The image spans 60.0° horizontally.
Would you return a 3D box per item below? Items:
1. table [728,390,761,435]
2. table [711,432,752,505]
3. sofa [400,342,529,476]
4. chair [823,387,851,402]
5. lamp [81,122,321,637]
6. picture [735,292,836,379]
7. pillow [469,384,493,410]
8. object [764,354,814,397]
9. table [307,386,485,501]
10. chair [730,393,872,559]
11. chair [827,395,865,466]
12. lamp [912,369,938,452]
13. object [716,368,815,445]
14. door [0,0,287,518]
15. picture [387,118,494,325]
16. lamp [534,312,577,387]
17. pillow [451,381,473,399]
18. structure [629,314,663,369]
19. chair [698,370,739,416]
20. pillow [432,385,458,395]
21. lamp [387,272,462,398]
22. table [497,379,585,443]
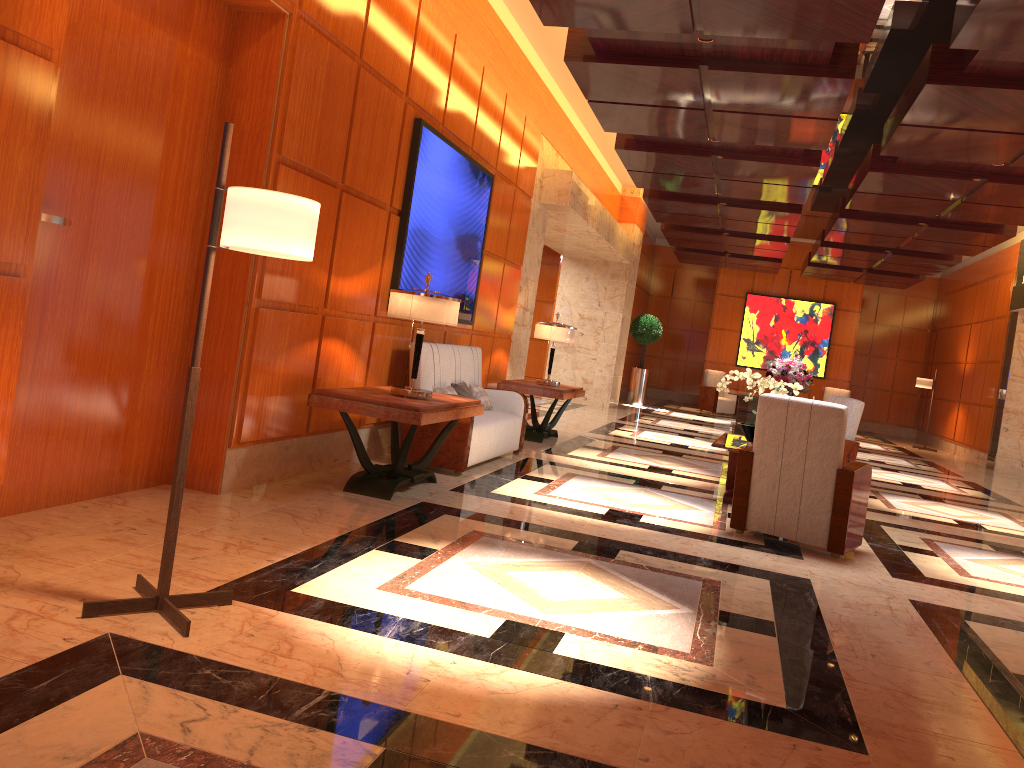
[{"bbox_3d":[3.893,0.593,12.790,1.602,0.744,1.600,9,3,14],"label":"table"},{"bbox_3d":[2.046,0.753,7.353,0.723,0.495,1.559,9,3,17],"label":"table"},{"bbox_3d":[-0.352,0.163,7.443,0.613,0.931,1.798,9,3,15],"label":"sofa"},{"bbox_3d":[7.036,0.567,19.487,0.740,0.960,0.627,9,2,33],"label":"chair"},{"bbox_3d":[-0.984,-0.041,2.971,0.527,1.660,0.360,8,1,4],"label":"lamp"},{"bbox_3d":[6.281,-1.119,20.378,1.999,1.735,0.056,9,1,14],"label":"picture"},{"bbox_3d":[-0.274,0.127,7.865,0.202,0.229,0.273,9,2,17],"label":"pillow"},{"bbox_3d":[3.992,-0.102,12.761,0.650,0.658,0.680,9,2,5],"label":"object"},{"bbox_3d":[-0.740,0.374,5.774,0.726,0.606,1.270,9,3,14],"label":"table"},{"bbox_3d":[1.926,0.572,5.847,0.740,0.960,0.627,9,2,33],"label":"chair"},{"bbox_3d":[2.955,0.568,8.659,0.628,0.960,0.739,8,2,-7],"label":"chair"},{"bbox_3d":[8.404,0.507,17.964,0.527,1.660,0.360,8,1,4],"label":"lamp"},{"bbox_3d":[2.043,0.196,7.244,0.787,0.617,0.418,8,2,-8],"label":"object"},{"bbox_3d":[-1.762,-0.719,4.122,0.341,2.649,1.537,9,1,14],"label":"door"},{"bbox_3d":[-0.549,-1.267,7.535,0.056,1.451,1.996,9,2,14],"label":"picture"},{"bbox_3d":[0.449,-0.385,9.703,0.459,0.809,0.458,9,2,23],"label":"lamp"},{"bbox_3d":[-0.417,0.115,7.441,0.160,0.252,0.358,9,2,11],"label":"pillow"},{"bbox_3d":[2.786,-0.660,18.890,0.721,1.711,0.723,8,1,-8],"label":"structure"},{"bbox_3d":[4.705,0.192,20.092,0.736,0.960,0.630,7,2,-27],"label":"chair"},{"bbox_3d":[-0.500,0.135,7.013,0.195,0.227,0.344,9,3,19],"label":"pillow"},{"bbox_3d":[-0.587,-0.322,5.681,0.458,0.793,0.460,8,2,-24],"label":"lamp"},{"bbox_3d":[0.314,0.302,9.862,0.726,0.606,1.270,9,3,14],"label":"table"}]
